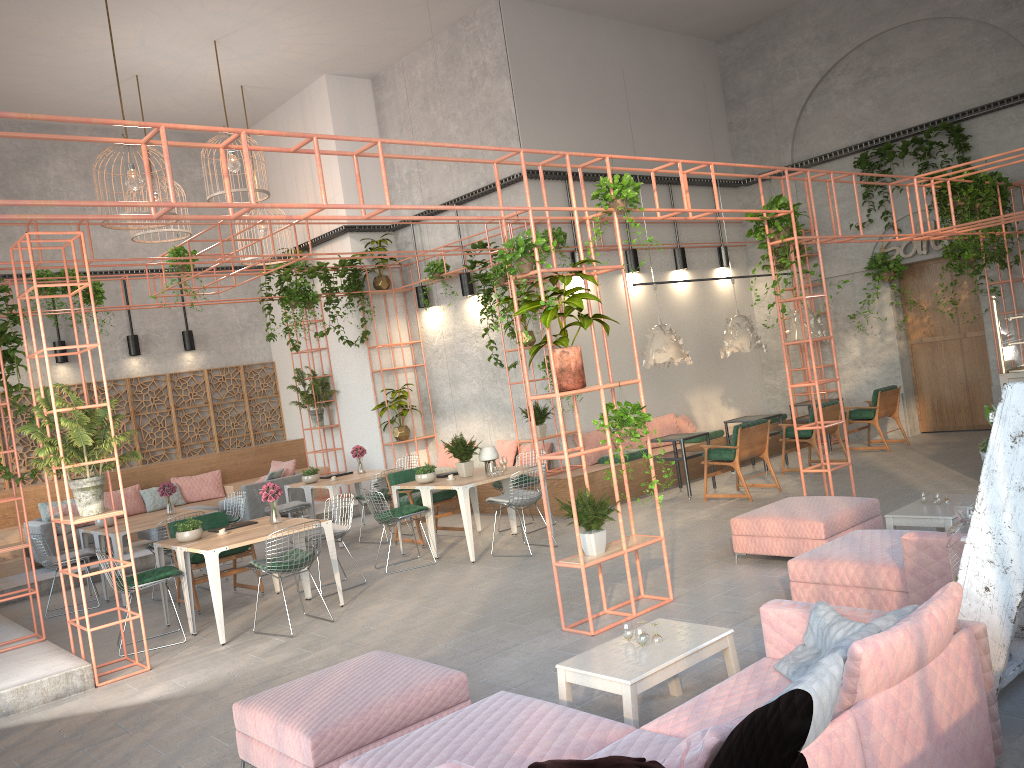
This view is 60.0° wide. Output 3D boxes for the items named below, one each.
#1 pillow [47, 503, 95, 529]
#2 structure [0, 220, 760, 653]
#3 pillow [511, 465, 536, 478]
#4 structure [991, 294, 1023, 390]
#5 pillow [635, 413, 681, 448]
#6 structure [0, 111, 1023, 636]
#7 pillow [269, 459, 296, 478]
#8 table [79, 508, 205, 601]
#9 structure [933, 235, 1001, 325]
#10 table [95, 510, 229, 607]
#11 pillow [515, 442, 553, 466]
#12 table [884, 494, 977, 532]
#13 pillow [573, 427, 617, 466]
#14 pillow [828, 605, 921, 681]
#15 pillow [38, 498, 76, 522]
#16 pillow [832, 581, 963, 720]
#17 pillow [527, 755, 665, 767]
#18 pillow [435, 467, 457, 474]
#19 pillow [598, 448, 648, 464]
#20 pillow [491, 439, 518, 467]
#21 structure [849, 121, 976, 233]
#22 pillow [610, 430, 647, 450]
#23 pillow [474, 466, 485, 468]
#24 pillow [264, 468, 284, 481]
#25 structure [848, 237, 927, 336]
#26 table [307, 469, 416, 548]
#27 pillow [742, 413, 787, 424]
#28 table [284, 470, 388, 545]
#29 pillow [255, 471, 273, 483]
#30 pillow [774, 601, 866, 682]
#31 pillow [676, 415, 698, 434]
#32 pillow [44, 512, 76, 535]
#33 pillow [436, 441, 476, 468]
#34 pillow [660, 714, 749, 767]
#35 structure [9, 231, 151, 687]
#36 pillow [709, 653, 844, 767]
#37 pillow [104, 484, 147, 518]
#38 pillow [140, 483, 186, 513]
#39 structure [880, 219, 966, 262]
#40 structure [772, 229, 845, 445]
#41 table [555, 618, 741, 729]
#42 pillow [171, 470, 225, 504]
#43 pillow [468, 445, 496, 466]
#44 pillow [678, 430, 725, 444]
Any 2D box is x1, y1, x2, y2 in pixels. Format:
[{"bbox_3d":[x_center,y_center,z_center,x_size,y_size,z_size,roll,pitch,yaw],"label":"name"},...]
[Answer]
[{"bbox_3d":[-6.418,1.935,12.998,0.666,0.385,0.289,-9,1,-40],"label":"pillow"},{"bbox_3d":[-0.842,-0.474,13.541,14.096,4.345,4.501,-9,1,-42],"label":"structure"},{"bbox_3d":[0.072,1.255,12.713,0.491,0.149,0.637,-9,1,-40],"label":"pillow"},{"bbox_3d":[7.192,-0.227,9.096,4.057,2.022,2.579,-9,1,-41],"label":"structure"},{"bbox_3d":[2.221,0.736,13.665,0.839,0.474,0.276,-9,1,-20],"label":"pillow"},{"bbox_3d":[2.909,-0.375,6.777,14.689,4.247,4.157,-9,1,-41],"label":"structure"},{"bbox_3d":[-3.792,1.495,14.528,0.273,0.476,0.836,-9,1,-40],"label":"pillow"},{"bbox_3d":[-4.570,2.085,10.991,1.205,0.830,0.694,-9,1,-41],"label":"table"},{"bbox_3d":[6.839,-1.675,13.254,0.921,1.527,0.950,-9,1,-42],"label":"structure"},{"bbox_3d":[-4.119,2.026,10.466,1.214,0.830,0.694,-9,1,-41],"label":"table"},{"bbox_3d":[0.309,1.076,13.023,0.666,0.385,0.289,-8,1,45],"label":"pillow"},{"bbox_3d":[3.383,1.166,6.924,0.916,0.455,0.520,-9,1,-41],"label":"table"},{"bbox_3d":[1.232,0.894,12.865,0.276,0.474,0.839,-8,1,40],"label":"pillow"},{"bbox_3d":[1.365,1.116,3.479,0.666,0.385,0.289,-9,1,-40],"label":"pillow"},{"bbox_3d":[-6.509,1.915,13.120,0.839,0.474,0.276,-9,1,-40],"label":"pillow"},{"bbox_3d":[1.447,1.073,3.355,0.839,0.474,0.276,-9,1,-40],"label":"pillow"},{"bbox_3d":[0.309,1.298,2.805,0.495,0.349,0.308,-8,1,9],"label":"pillow"},{"bbox_3d":[-1.259,1.431,14.283,0.491,0.149,0.637,-9,1,-40],"label":"pillow"},{"bbox_3d":[1.612,1.028,12.616,0.637,0.149,0.491,-9,1,-40],"label":"pillow"},{"bbox_3d":[-0.129,1.085,13.498,0.276,0.474,0.839,-9,1,-20],"label":"pillow"},{"bbox_3d":[6.082,-3.052,13.561,1.939,1.514,0.856,-8,1,44],"label":"structure"},{"bbox_3d":[1.734,0.860,13.267,0.289,0.385,0.666,-8,1,45],"label":"pillow"},{"bbox_3d":[-0.584,1.342,13.486,0.491,0.149,0.637,-9,1,-40],"label":"pillow"},{"bbox_3d":[-3.813,1.551,14.066,0.308,0.349,0.495,-8,1,9],"label":"pillow"},{"bbox_3d":[5.953,-1.577,14.230,0.950,1.527,0.921,-9,1,-7],"label":"structure"},{"bbox_3d":[-2.065,1.697,12.242,1.214,0.830,0.694,-9,1,-41],"label":"table"},{"bbox_3d":[4.242,0.607,14.893,0.637,0.149,0.491,-9,1,-40],"label":"pillow"},{"bbox_3d":[-2.517,1.757,12.768,1.205,0.830,0.694,-9,1,-41],"label":"table"},{"bbox_3d":[-4.059,1.602,14.445,0.479,0.317,0.441,-8,1,31],"label":"pillow"},{"bbox_3d":[1.356,1.163,3.861,0.307,0.324,0.500,-9,1,-5],"label":"pillow"},{"bbox_3d":[2.697,0.707,14.100,0.289,0.385,0.666,-8,1,45],"label":"pillow"},{"bbox_3d":[-6.395,1.987,12.617,0.307,0.324,0.499,-9,1,-5],"label":"pillow"},{"bbox_3d":[-0.922,1.190,14.499,0.839,0.474,0.276,-8,1,40],"label":"pillow"},{"bbox_3d":[0.686,1.258,3.056,0.441,0.317,0.479,-8,1,31],"label":"pillow"},{"bbox_3d":[-3.553,0.597,7.284,0.424,3.602,0.624,-9,1,-41],"label":"structure"},{"bbox_3d":[0.759,1.185,2.775,0.836,0.476,0.273,-9,1,-40],"label":"pillow"},{"bbox_3d":[-6.336,1.925,14.338,0.276,0.474,0.839,-8,1,40],"label":"pillow"},{"bbox_3d":[-5.811,1.888,14.759,0.289,0.385,0.666,-8,1,45],"label":"pillow"},{"bbox_3d":[6.281,-2.236,13.646,0.063,0.505,1.312,-9,1,-41],"label":"structure"},{"bbox_3d":[5.020,-0.776,15.011,0.430,3.597,0.630,-9,1,-41],"label":"structure"},{"bbox_3d":[0.731,1.594,4.627,0.916,0.455,0.520,-9,1,-41],"label":"table"},{"bbox_3d":[-5.374,1.771,15.170,0.839,0.474,0.276,-9,1,-20],"label":"pillow"},{"bbox_3d":[-0.516,1.185,13.998,0.666,0.385,0.289,-8,1,45],"label":"pillow"},{"bbox_3d":[2.911,0.820,13.741,0.637,0.149,0.491,-9,1,-40],"label":"pillow"}]
